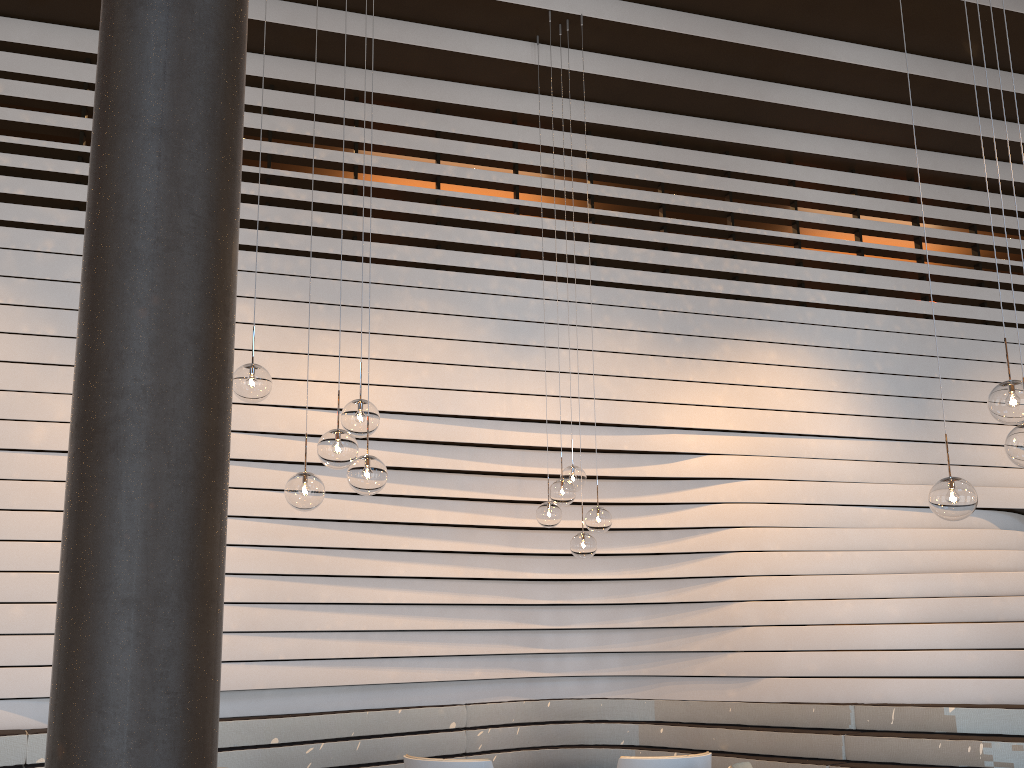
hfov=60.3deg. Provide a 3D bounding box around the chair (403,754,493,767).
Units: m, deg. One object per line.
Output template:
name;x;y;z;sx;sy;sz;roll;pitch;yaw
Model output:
chair;-0.256;2.429;4.885;0.663;0.751;0.719;-8;-15;27

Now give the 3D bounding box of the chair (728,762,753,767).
chair;1.392;2.178;4.092;0.710;0.751;0.671;-1;-13;0

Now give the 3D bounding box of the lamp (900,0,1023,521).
lamp;6.619;-1.012;6.420;41.816;4.525;9.262;4;-16;-16

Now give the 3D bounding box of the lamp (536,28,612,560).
lamp;0.305;-1.187;5.857;0.539;4.620;0.335;-8;-13;35

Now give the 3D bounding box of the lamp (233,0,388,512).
lamp;-0.888;-1.766;4.077;0.661;4.646;0.316;0;-10;-8

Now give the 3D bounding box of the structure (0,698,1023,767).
structure;-2.767;2.121;3.971;18.171;0.909;5.918;5;-17;-19

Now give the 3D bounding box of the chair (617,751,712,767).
chair;0.771;2.412;4.877;0.655;0.751;0.728;3;-14;-16
